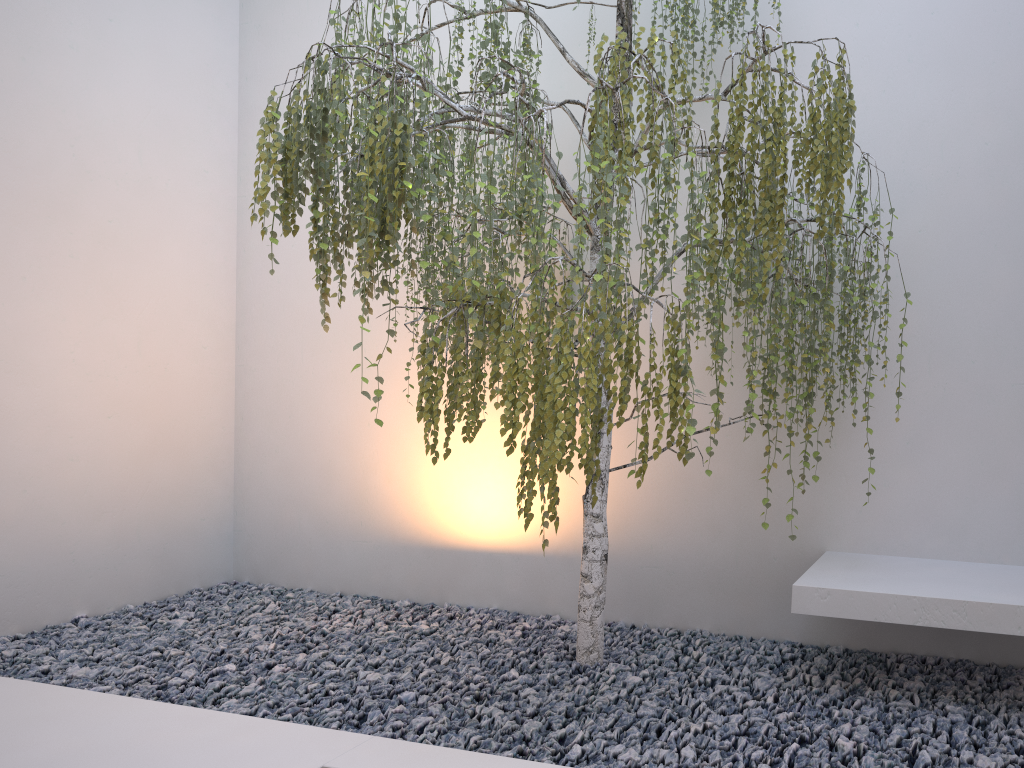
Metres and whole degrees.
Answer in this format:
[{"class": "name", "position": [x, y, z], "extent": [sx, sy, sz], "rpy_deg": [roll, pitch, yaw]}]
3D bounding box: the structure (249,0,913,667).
[{"class": "structure", "position": [0.237, -0.869, 2.962], "extent": [2.251, 4.005, 1.900], "rpy_deg": [2, 3, 18]}]
